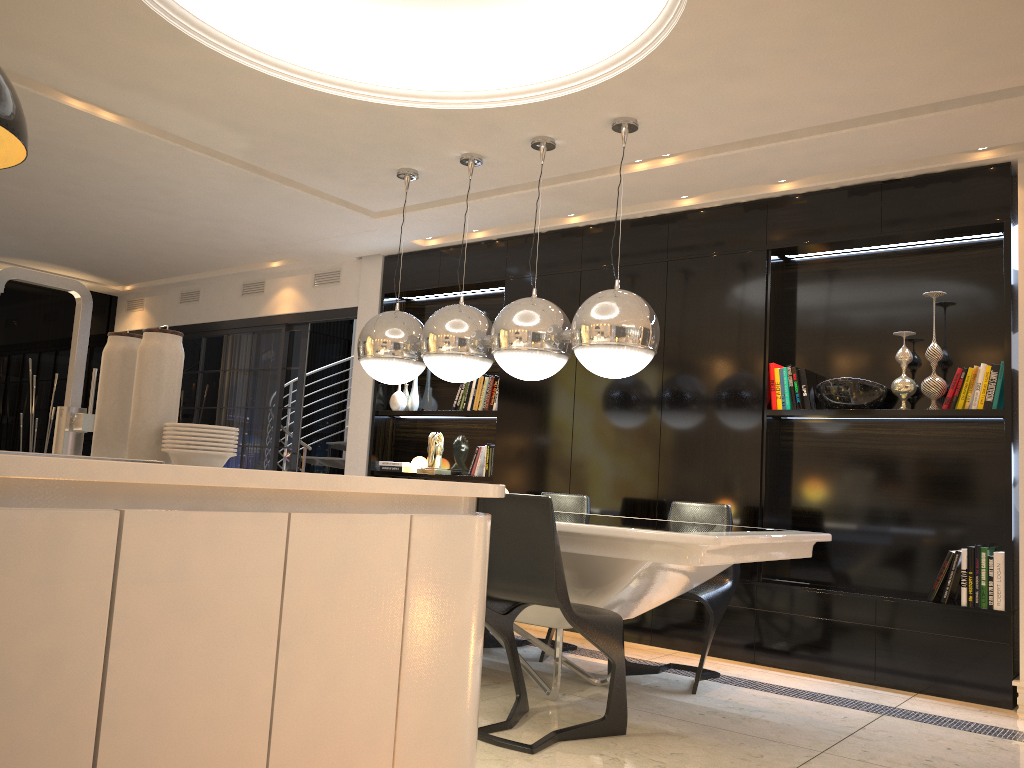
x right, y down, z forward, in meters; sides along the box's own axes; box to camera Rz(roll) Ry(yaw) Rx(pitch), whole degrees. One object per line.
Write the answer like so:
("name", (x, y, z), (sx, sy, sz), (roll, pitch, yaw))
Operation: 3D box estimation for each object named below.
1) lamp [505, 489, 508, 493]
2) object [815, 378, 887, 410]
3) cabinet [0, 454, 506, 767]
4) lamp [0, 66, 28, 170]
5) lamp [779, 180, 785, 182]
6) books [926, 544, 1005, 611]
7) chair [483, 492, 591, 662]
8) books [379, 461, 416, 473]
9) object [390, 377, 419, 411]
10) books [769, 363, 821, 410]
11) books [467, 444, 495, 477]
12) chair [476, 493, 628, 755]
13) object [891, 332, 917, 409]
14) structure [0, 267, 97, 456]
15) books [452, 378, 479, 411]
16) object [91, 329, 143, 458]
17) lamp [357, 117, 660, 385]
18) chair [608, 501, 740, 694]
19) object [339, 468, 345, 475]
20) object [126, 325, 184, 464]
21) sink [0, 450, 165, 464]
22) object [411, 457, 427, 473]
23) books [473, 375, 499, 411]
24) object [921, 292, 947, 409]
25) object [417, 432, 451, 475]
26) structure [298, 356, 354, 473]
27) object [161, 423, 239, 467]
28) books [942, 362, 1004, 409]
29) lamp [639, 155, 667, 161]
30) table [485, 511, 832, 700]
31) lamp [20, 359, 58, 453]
("lamp", (-0.074, 0.553, 4.311), (0.125, 0.125, 0.125), (4, -7, -2))
("object", (1.833, 0.065, 4.803), (0.375, 0.177, 0.193), (-2, -8, 38))
("cabinet", (-1.765, 0.581, 2.120), (3.752, 0.887, 1.046), (-1, -8, 37))
("lamp", (-1.647, -1.131, 2.381), (0.710, 0.898, 0.710), (9, -9, -42))
("lamp", (1.500, -1.196, 4.948), (0.107, 0.127, 0.107), (1, -7, 19))
("books", (2.242, 0.934, 4.354), (0.345, 0.296, 0.222), (-1, -8, 37))
("chair", (0.141, 1.030, 4.898), (0.523, 0.858, 0.496), (-1, -8, 37))
("books", (-0.854, 0.639, 6.790), (0.266, 0.073, 0.209), (-2, -9, 41))
("object", (-0.831, 0.020, 6.836), (0.180, 0.395, 0.210), (-2, -9, 40))
("books", (1.598, 0.025, 5.010), (0.236, 0.270, 0.210), (-1, -8, 37))
("books", (-0.160, 0.545, 6.285), (0.284, 0.232, 0.182), (-2, -9, 40))
("chair", (0.117, 0.842, 3.265), (0.523, 0.858, 0.496), (-1, -8, 37))
("object", (2.067, -0.061, 4.676), (0.121, 0.416, 0.121), (-1, -8, 33))
("structure", (-0.787, -0.035, 1.488), (0.089, 0.310, 0.177), (-1, -8, 37))
("books", (-0.287, 0.080, 6.460), (0.245, 0.256, 0.207), (-1, -8, 36))
("object", (-0.648, 0.018, 1.471), (0.071, 0.219, 0.071), (2, -7, 14))
("lamp", (-0.066, -0.619, 4.558), (1.827, 1.226, 0.408), (-1, -8, 37))
("chair", (0.817, 1.012, 4.384), (0.523, 0.858, 0.496), (-1, -8, 37))
("object", (-2.046, 1.457, 11.218), (0.327, 1.173, 0.327), (2, -7, 9))
("object", (-0.563, 0.016, 1.406), (0.071, 0.219, 0.071), (0, -7, 28))
("sink", (-0.948, 0.164, 1.313), (0.738, 0.152, 0.485), (-1, -8, 37))
("object", (-0.694, 0.606, 6.650), (0.125, 0.125, 0.125), (5, -7, -13))
("books", (-0.120, 0.073, 6.334), (0.252, 0.261, 0.212), (-1, -8, 37))
("object", (2.178, -0.164, 4.575), (0.121, 0.612, 0.121), (-1, -8, 33))
("object", (-0.567, 0.512, 6.543), (0.177, 0.311, 0.177), (-1, -8, 37))
("structure", (-2.128, -0.224, 9.609), (3.425, 4.134, 1.964), (-1, -8, 37))
("object", (-0.482, 0.096, 1.370), (0.111, 0.062, 0.111), (7, -8, -31))
("books", (2.330, 0.022, 4.451), (0.290, 0.238, 0.189), (-1, -8, 36))
("lamp", (0.737, -1.268, 4.726), (0.271, 0.127, 0.107), (-1, -8, 37))
("table", (-0.180, 0.992, 4.312), (3.031, 0.759, 1.293), (-1, -8, 37))
("lamp", (-4.567, 0.679, 8.526), (0.200, 1.801, 0.418), (-1, -8, 37))
